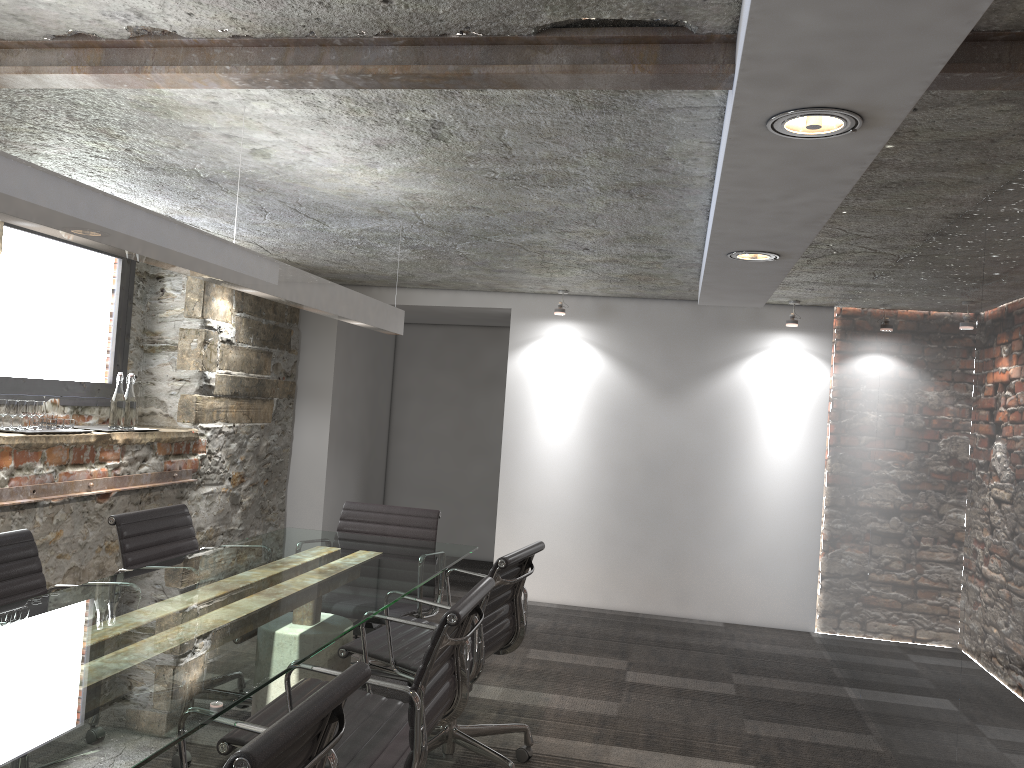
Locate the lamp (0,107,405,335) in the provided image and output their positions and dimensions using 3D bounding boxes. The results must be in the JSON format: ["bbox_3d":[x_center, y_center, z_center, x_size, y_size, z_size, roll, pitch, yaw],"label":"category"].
[{"bbox_3d":[-0.803,-0.547,2.505,0.073,0.524,3.159,4,-2,11],"label":"lamp"}]

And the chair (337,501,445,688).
[{"bbox_3d":[-0.646,0.977,3.880,0.693,0.837,0.667,4,-2,3],"label":"chair"}]

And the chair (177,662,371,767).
[{"bbox_3d":[-0.623,0.914,1.486,0.667,0.837,0.693,4,-2,2],"label":"chair"}]

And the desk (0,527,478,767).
[{"bbox_3d":[-0.907,0.984,2.465,0.909,0.711,3.154,4,-2,11],"label":"desk"}]

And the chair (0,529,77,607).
[{"bbox_3d":[-1.365,0.891,2.567,0.667,0.837,0.693,4,-2,1],"label":"chair"}]

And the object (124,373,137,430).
[{"bbox_3d":[-2.026,0.094,4.694,0.073,0.300,0.073,5,-2,-21],"label":"object"}]

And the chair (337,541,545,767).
[{"bbox_3d":[-0.251,0.987,3.232,0.667,0.837,0.693,4,-2,9],"label":"chair"}]

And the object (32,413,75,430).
[{"bbox_3d":[-2.182,0.178,4.209,0.111,0.072,0.191,4,-2,18],"label":"object"}]

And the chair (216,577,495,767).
[{"bbox_3d":[-0.403,0.954,2.400,0.667,0.837,0.693,4,-2,1],"label":"chair"}]

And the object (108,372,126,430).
[{"bbox_3d":[-2.044,0.090,4.603,0.073,0.300,0.073,5,-2,-21],"label":"object"}]

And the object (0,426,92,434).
[{"bbox_3d":[-2.213,0.211,4.098,0.310,0.007,0.457,4,-2,11],"label":"object"}]

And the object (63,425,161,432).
[{"bbox_3d":[-2.109,0.234,4.651,0.310,0.007,0.457,4,-2,11],"label":"object"}]

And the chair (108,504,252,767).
[{"bbox_3d":[-1.186,0.926,3.428,0.667,0.837,0.693,4,-2,2],"label":"chair"}]

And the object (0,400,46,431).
[{"bbox_3d":[-2.212,0.140,3.996,0.108,0.131,0.218,4,-2,9],"label":"object"}]
